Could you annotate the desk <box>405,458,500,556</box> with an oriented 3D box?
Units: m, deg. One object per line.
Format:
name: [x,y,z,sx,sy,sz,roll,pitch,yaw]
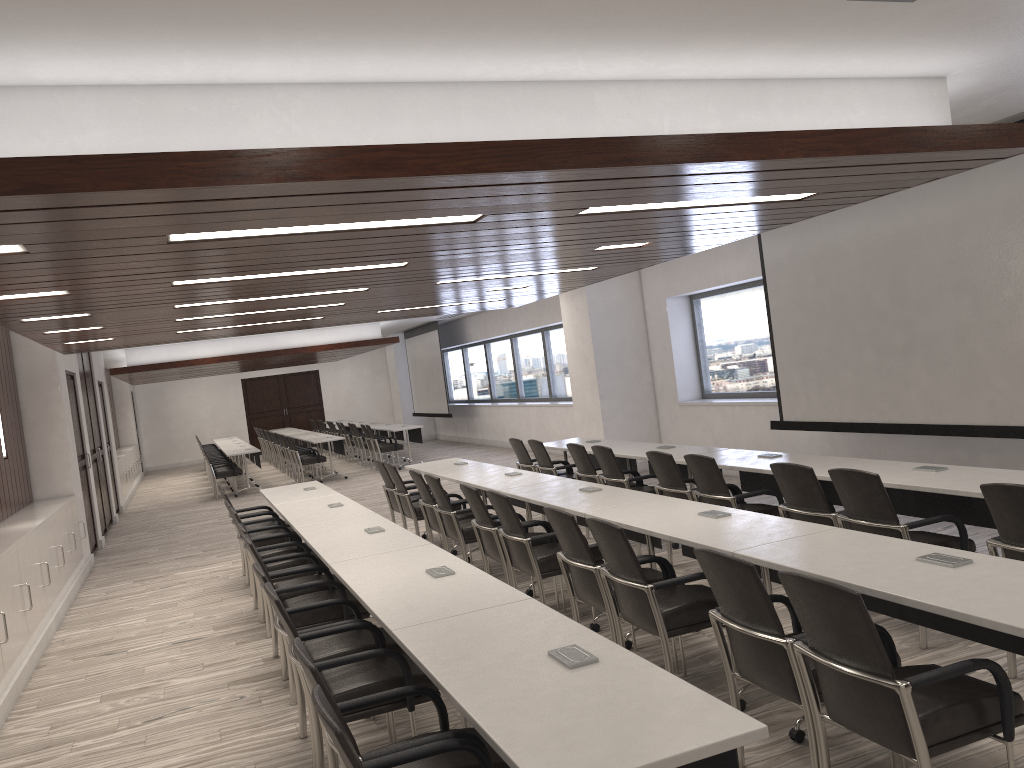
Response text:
desk: [-0.579,1.209,8.952,0.577,0.795,1.509,-8,1,-20]

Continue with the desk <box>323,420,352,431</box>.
desk: [-4.821,1.426,24.643,0.577,0.795,1.509,-8,1,-20]

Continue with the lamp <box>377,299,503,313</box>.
lamp: [-0.780,-0.902,9.905,1.496,0.045,0.236,-8,1,-20]

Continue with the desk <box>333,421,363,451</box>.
desk: [-4.291,1.388,23.216,0.577,0.795,1.509,-8,1,-20]

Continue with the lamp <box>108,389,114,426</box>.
lamp: [-10.045,0.564,22.075,0.094,1.058,0.236,-8,1,-20]

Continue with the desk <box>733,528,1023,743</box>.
desk: [1.538,1.056,3.250,0.577,0.795,1.509,-8,1,-20]

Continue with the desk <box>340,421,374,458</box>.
desk: [-3.760,1.349,21.786,0.577,0.795,1.509,-8,1,-20]

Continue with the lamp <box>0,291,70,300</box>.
lamp: [-2.829,-0.537,5.144,0.464,0.045,0.236,-8,1,-20]

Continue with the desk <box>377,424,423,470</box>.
desk: [-2.174,1.234,17.514,0.577,0.795,1.509,-8,1,-20]

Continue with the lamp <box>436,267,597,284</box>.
lamp: [0.062,-0.963,7.637,1.496,0.045,0.236,-8,1,-20]

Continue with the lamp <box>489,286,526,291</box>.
lamp: [-0.040,-0.974,8.773,0.421,0.046,0.236,-8,1,-20]

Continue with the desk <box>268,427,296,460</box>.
desk: [-6.211,1.617,24.122,0.577,0.795,1.509,-8,1,-20]

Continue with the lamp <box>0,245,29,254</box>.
lamp: [-2.293,-0.575,3.701,0.464,0.045,0.236,-8,1,-20]

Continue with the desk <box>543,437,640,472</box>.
desk: [0.811,1.018,9.474,0.577,0.795,1.509,-8,1,-20]

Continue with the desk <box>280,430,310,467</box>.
desk: [-5.151,1.540,21.265,0.577,0.795,1.509,-8,1,-20]

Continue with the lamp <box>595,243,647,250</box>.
lamp: [0.802,-1.035,6.505,0.421,0.046,0.236,-8,1,-20]

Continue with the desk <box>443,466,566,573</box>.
desk: [-0.049,1.171,7.525,0.577,0.795,1.509,-8,1,-20]

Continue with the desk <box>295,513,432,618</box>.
desk: [-0.929,1.326,5.566,0.577,0.795,1.509,-8,1,-20]

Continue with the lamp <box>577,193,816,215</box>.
lamp: [0.633,-1.356,10.613,1.499,0.552,12.001,-7,1,-4]

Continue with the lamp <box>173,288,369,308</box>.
lamp: [-1.852,-0.700,6.920,1.496,0.045,0.236,-8,1,-20]

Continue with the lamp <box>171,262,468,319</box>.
lamp: [-1.170,-1.161,12.421,1.469,0.552,14.295,-7,1,2]

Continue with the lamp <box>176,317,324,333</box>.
lamp: [-2.694,-0.639,9.188,1.496,0.045,0.236,-8,1,-20]

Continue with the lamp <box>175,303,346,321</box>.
lamp: [-2.235,-0.673,7.951,1.496,0.045,0.236,-8,1,-20]

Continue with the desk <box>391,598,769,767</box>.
desk: [0.127,1.249,2.721,0.577,0.795,1.509,-8,1,-20]

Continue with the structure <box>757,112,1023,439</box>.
structure: [3.142,-0.733,7.423,0.438,2.329,3.550,-8,1,-20]

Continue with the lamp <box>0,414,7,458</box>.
lamp: [-5.028,0.201,8.564,0.094,1.058,0.236,-8,1,-20]

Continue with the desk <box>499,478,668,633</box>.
desk: [0.482,1.132,6.095,0.577,0.795,1.509,-8,1,-20]

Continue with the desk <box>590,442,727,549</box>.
desk: [1.341,0.980,8.046,0.577,0.795,1.509,-8,1,-20]

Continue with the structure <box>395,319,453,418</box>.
structure: [-2.121,-0.352,21.598,0.438,2.329,3.550,-8,1,-20]

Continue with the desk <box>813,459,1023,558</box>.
desk: [2.402,0.903,5.190,0.577,0.795,1.509,-8,1,-20]

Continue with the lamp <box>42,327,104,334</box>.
lamp: [-3.671,-0.475,7.412,0.464,0.045,0.236,-8,1,-20]

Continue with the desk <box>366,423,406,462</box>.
desk: [-2.704,1.273,18.941,0.577,0.795,1.509,-8,1,-20]

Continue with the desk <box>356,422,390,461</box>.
desk: [-3.230,1.311,20.359,0.577,0.795,1.509,-8,1,-20]

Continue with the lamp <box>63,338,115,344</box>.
lamp: [-4.130,-0.442,8.649,0.464,0.045,0.236,-8,1,-20]

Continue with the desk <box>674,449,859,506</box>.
desk: [1.872,0.941,6.617,0.577,0.795,1.509,-8,1,-20]

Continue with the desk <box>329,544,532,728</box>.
desk: [-0.399,1.287,4.139,0.577,0.795,1.509,-8,1,-20]

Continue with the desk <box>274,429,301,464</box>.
desk: [-5.681,1.579,22.695,0.577,0.795,1.509,-8,1,-20]

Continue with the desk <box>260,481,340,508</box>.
desk: [-1.990,1.403,8.423,0.577,0.795,1.509,-8,1,-20]

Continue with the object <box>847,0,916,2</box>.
object: [1.498,-1.536,3.163,0.324,0.120,0.519,-8,1,-20]

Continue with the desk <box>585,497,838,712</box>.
desk: [1.012,1.094,4.668,0.577,0.795,1.509,-8,1,-20]

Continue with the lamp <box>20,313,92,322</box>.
lamp: [-3.288,-0.503,6.381,0.464,0.045,0.236,-8,1,-20]

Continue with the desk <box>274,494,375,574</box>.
desk: [-1.460,1.364,6.996,0.577,0.795,1.509,-8,1,-20]
